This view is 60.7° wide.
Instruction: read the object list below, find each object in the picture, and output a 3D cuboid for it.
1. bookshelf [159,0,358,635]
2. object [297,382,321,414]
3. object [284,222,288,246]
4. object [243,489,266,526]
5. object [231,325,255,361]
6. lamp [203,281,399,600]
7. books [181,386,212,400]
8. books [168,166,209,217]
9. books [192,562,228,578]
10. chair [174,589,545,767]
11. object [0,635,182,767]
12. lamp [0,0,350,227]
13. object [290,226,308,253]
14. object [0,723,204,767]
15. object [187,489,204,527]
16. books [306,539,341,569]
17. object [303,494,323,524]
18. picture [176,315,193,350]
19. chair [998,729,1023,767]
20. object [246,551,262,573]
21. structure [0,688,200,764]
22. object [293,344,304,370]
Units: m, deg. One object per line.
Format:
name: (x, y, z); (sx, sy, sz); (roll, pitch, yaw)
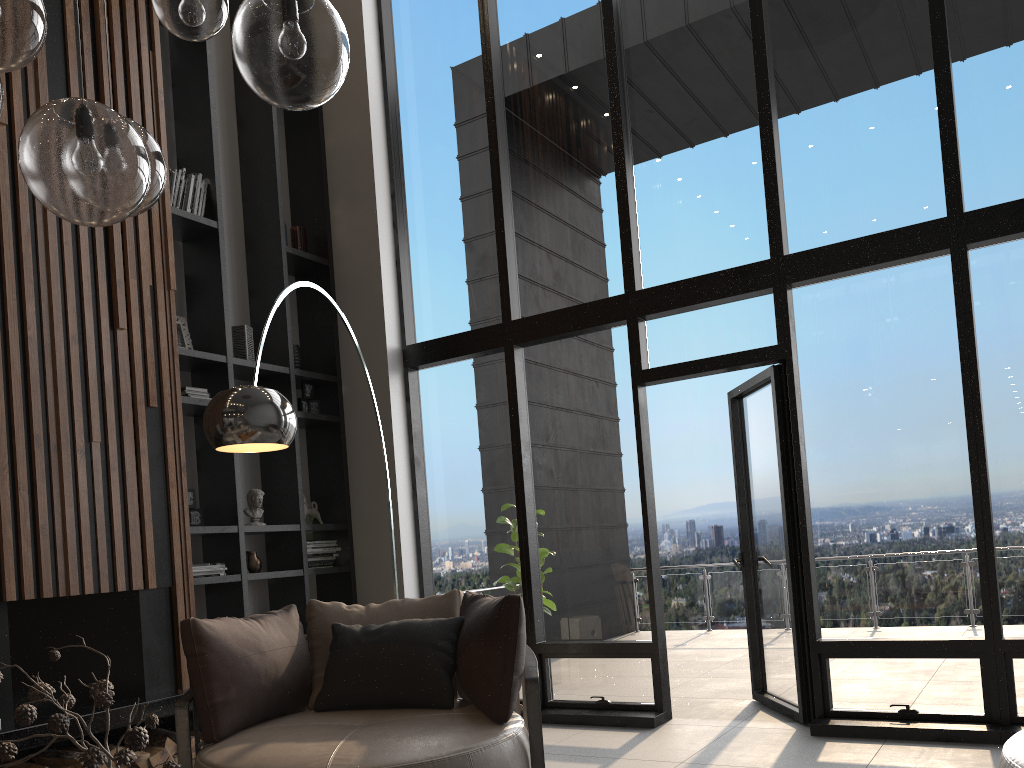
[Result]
bookshelf: (-1.773, -0.854, 5.595); (0.340, 5.270, 1.458); (-5, -2, 31)
object: (-1.394, 0.107, 5.974); (0.060, 0.231, 0.189); (-6, -5, 34)
object: (-1.566, -1.016, 5.934); (0.078, 0.291, 0.079); (-3, -2, -22)
object: (-1.638, 0.788, 5.554); (0.137, 0.242, 0.138); (-3, -4, -18)
object: (-1.716, -0.235, 5.587); (0.105, 0.257, 0.104); (-5, -3, 11)
lamp: (-0.772, 0.706, 3.944); (0.321, 2.311, 2.055); (-5, -6, 8)
books: (-1.944, 0.076, 5.171); (0.330, 0.071, 0.176); (-11, -11, 31)
books: (-2.006, -1.123, 5.209); (0.187, 0.296, 0.369); (-7, -7, 31)
books: (-1.854, 1.095, 5.118); (0.221, 0.077, 0.324); (-10, -12, 30)
chair: (-0.609, 1.360, 3.675); (1.441, 0.890, 1.506); (1, -10, -32)
object: (-0.891, 0.821, 1.795); (0.542, 0.598, 0.320); (-5, -4, 2)
lamp: (-1.014, -2.619, 1.809); (1.239, 4.955, 1.231); (-5, -2, 28)
object: (-1.478, -0.967, 6.081); (0.103, 0.228, 0.102); (-5, -3, 16)
object: (-1.978, 1.848, 4.202); (0.440, 0.386, 4.060); (-9, -11, 32)
object: (-1.905, 0.734, 5.146); (0.059, 0.233, 0.189); (-6, -5, 29)
books: (-1.369, 1.160, 5.949); (0.220, 0.188, 0.375); (-8, -10, 31)
object: (-1.418, 0.836, 5.985); (0.131, 0.278, 0.253); (-6, -6, 23)
picture: (-2.016, -0.288, 5.210); (0.115, 0.269, 0.217); (-6, -5, 32)
chair: (2.102, 0.896, 2.312); (1.482, 0.890, 1.465); (3, -11, -41)
object: (-1.638, 1.129, 5.552); (0.100, 0.141, 0.104); (-3, -5, -21)
structure: (-2.757, 1.668, 3.283); (0.673, 0.453, 6.569); (-9, -12, 31)
object: (-1.498, -0.154, 5.990); (0.141, 0.216, 0.141); (-6, -5, 22)
